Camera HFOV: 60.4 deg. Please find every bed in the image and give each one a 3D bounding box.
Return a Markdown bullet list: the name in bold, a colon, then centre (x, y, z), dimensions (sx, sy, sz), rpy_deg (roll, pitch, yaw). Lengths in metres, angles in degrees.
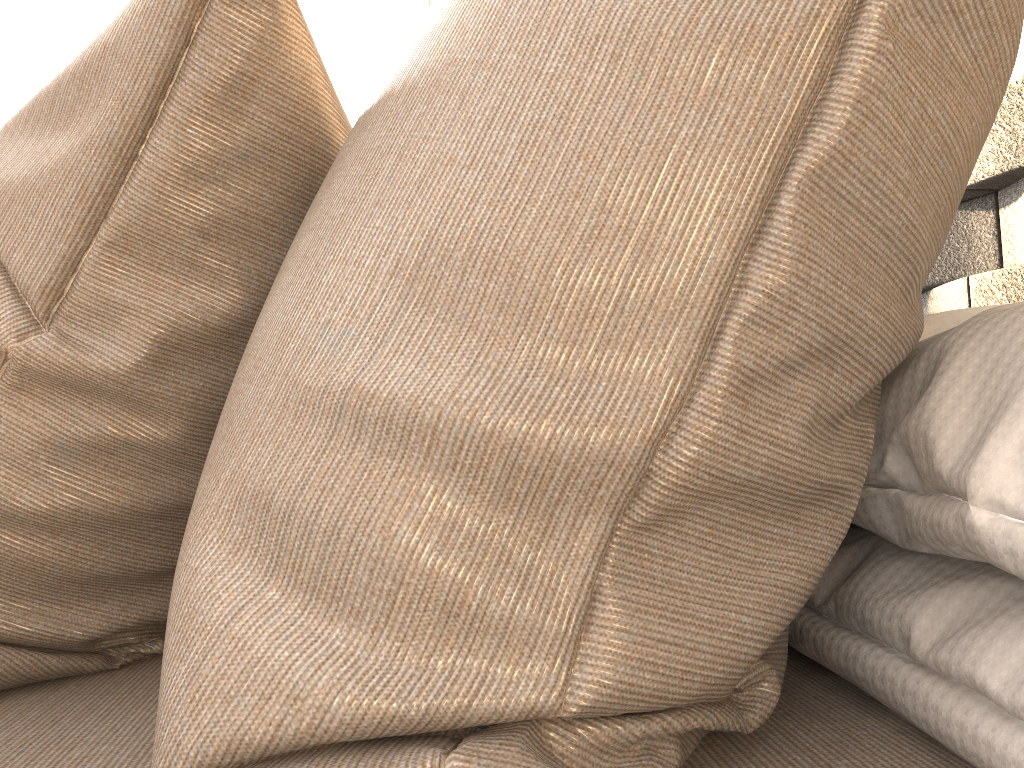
- **bed**: centre (-0.580, 0.508, 0.652), dimensions (2.342, 0.624, 2.244), rpy_deg (-3, -2, -9)

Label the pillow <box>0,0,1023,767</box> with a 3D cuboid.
- **pillow**: centre (-0.224, -0.066, 0.798), dimensions (0.916, 0.518, 1.236), rpy_deg (-3, -2, -7)

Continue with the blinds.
- **blinds**: centre (-0.199, -0.427, 3.223), dimensions (1.039, 2.641, 0.327), rpy_deg (-2, -2, -20)
